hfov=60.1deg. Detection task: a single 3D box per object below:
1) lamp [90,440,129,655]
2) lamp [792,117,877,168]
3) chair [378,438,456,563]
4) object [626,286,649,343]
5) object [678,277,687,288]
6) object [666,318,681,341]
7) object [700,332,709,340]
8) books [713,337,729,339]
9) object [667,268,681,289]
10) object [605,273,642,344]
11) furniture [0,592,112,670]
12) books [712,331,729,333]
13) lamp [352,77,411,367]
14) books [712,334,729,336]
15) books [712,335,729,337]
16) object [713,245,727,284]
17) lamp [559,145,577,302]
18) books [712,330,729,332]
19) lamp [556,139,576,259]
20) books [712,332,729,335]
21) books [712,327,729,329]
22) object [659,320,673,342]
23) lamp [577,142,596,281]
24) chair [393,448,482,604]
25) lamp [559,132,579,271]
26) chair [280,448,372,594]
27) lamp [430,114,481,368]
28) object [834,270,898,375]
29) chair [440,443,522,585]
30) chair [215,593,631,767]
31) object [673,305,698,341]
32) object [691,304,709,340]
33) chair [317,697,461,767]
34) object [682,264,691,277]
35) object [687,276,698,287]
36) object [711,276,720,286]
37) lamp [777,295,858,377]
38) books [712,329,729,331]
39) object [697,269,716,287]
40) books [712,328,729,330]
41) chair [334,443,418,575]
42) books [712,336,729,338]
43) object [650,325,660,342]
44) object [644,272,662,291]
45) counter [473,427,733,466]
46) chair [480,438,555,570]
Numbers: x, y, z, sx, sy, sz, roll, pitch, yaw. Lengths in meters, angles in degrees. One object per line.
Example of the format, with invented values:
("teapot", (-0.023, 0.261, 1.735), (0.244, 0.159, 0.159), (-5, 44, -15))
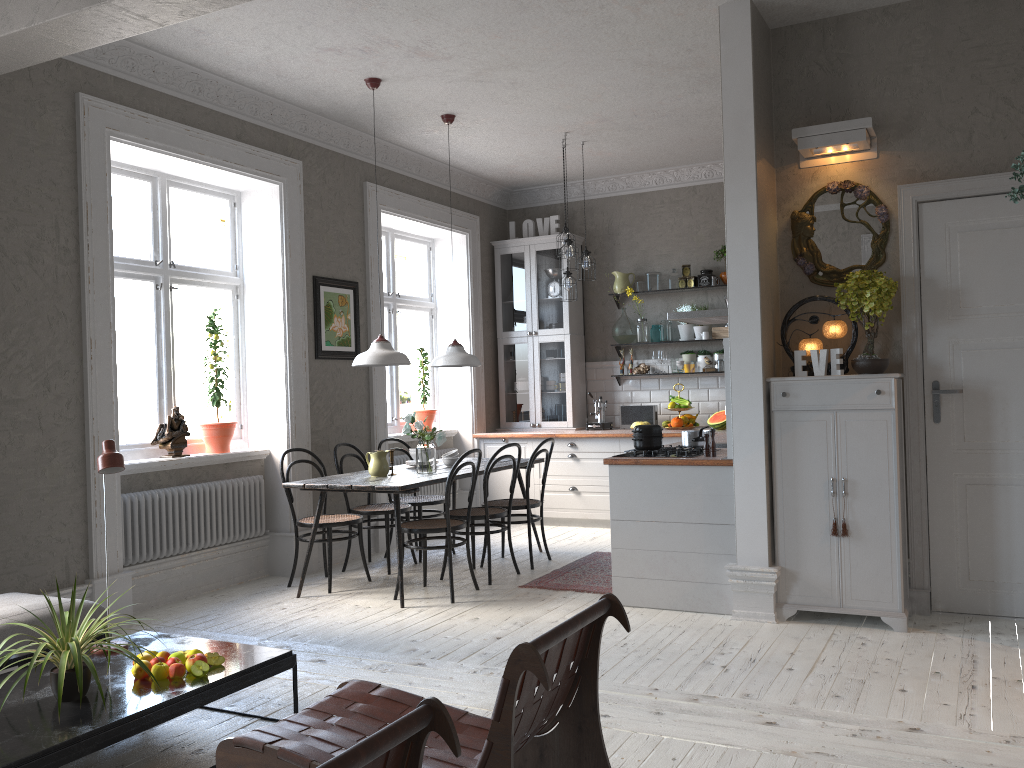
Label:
("lamp", (-1.586, 0.636, 3.469), (0.140, 0.839, 0.247), (-2, 0, -27))
("lamp", (1.767, -1.317, 4.852), (0.409, 0.171, 0.223), (-2, 0, 27))
("chair", (-0.754, 0.882, 6.898), (0.537, 0.920, 0.447), (-2, 0, 40))
("object", (1.189, -0.659, 8.412), (0.189, 0.540, 0.284), (-2, 0, 20))
("object", (1.608, -0.941, 8.299), (0.081, 0.113, 0.084), (-2, 0, 27))
("object", (1.544, -0.529, 8.468), (0.129, 0.264, 0.134), (-2, 0, 33))
("object", (1.782, -0.444, 8.150), (0.064, 0.071, 0.104), (-2, 0, -32))
("books", (1.993, -0.421, 8.149), (0.256, 0.011, 0.160), (-2, 0, 30))
("object", (1.549, -0.991, 8.443), (0.141, 0.220, 0.138), (-2, 0, -13))
("object", (1.054, -0.722, 8.529), (0.335, 0.674, 0.337), (-2, 0, -4))
("furniture", (-2.135, 1.124, 3.482), (0.573, 0.476, 0.842), (-2, 0, 28))
("books", (1.991, -0.476, 8.149), (0.256, 0.011, 0.160), (-2, 0, 30))
("lamp", (-0.872, -1.044, 5.737), (0.386, 1.858, 0.373), (-2, 0, -25))
("books", (1.992, -0.454, 8.149), (0.256, 0.016, 0.161), (-2, 0, 36))
("books", (1.992, -0.443, 8.149), (0.255, 0.016, 0.161), (-2, 0, 40))
("object", (1.992, -1.096, 8.104), (0.246, 0.397, 0.255), (-2, 0, -38))
("lamp", (0.446, -1.563, 7.418), (0.147, 1.735, 0.146), (-2, 0, -6))
("books", (1.991, -0.486, 8.149), (0.256, 0.011, 0.161), (-2, 0, 33))
("lamp", (0.418, -1.903, 7.247), (0.145, 1.735, 0.148), (-2, 0, 14))
("books", (1.992, -0.464, 8.149), (0.256, 0.011, 0.161), (-2, 0, 33))
("books", (1.990, -0.518, 8.149), (0.256, 0.011, 0.161), (-2, 0, 33))
("object", (1.453, -0.498, 8.343), (0.127, 0.206, 0.122), (-2, 0, -40))
("lamp", (0.593, -1.727, 7.338), (0.145, 1.735, 0.148), (-2, 0, 14))
("chair", (-0.455, 0.866, 5.544), (0.540, 0.920, 0.445), (-2, 0, 25))
("lamp", (0.430, -1.773, 7.062), (0.148, 1.735, 0.145), (-2, 0, -16))
("chair", (-1.265, 0.893, 5.968), (0.538, 0.920, 0.446), (-2, 0, 35))
("lamp", (-0.443, -1.053, 6.539), (0.372, 1.858, 0.387), (-2, 0, 35))
("object", (1.886, -0.328, 4.660), (0.346, 0.553, 0.292), (-2, 0, -29))
("chair", (-0.203, 0.860, 6.025), (0.538, 0.920, 0.446), (-2, 0, 35))
("chair", (-0.228, 0.943, 2.368), (0.999, 0.721, 0.516), (-2, 0, 27))
("object", (1.657, -0.580, 8.342), (0.239, 0.354, 0.239), (-2, 0, -45))
("object", (1.749, -0.596, 8.237), (0.186, 0.380, 0.168), (-2, 0, -12))
("chair", (-0.638, 0.952, 1.599), (0.999, 0.721, 0.516), (-2, 0, 27))
("object", (1.628, -1.054, 8.273), (0.082, 0.113, 0.083), (-2, 0, 7))
("object", (1.683, -0.944, 8.257), (0.081, 0.113, 0.084), (-2, 0, 37))
("object", (1.866, -0.942, 8.110), (0.092, 0.096, 0.076), (-2, 0, 28))
("lamp", (1.682, -0.205, 4.853), (0.440, 0.558, 0.175), (-2, 0, 35))
("books", (1.990, -0.497, 8.149), (0.255, 0.016, 0.161), (-2, 0, 40))
("object", (1.813, -0.978, 8.248), (0.139, 0.174, 0.144), (-2, 0, 27))
("books", (1.990, -0.508, 8.149), (0.256, 0.016, 0.161), (-2, 0, 36))
("chair", (-1.003, 0.888, 6.469), (0.540, 0.920, 0.445), (-2, 0, 25))
("books", (1.993, -0.432, 8.149), (0.256, 0.011, 0.161), (-2, 0, 33))
("object", (1.387, -0.479, 8.478), (0.124, 0.172, 0.128), (-2, 0, 31))
("object", (1.347, -0.967, 8.437), (0.175, 0.184, 0.169), (-2, 0, -24))
("counter", (0.632, 0.456, 7.018), (3.107, 0.039, 3.449), (-2, 0, 27))
("chair", (0.045, 0.854, 6.452), (0.540, 0.920, 0.445), (-2, 0, 25))
